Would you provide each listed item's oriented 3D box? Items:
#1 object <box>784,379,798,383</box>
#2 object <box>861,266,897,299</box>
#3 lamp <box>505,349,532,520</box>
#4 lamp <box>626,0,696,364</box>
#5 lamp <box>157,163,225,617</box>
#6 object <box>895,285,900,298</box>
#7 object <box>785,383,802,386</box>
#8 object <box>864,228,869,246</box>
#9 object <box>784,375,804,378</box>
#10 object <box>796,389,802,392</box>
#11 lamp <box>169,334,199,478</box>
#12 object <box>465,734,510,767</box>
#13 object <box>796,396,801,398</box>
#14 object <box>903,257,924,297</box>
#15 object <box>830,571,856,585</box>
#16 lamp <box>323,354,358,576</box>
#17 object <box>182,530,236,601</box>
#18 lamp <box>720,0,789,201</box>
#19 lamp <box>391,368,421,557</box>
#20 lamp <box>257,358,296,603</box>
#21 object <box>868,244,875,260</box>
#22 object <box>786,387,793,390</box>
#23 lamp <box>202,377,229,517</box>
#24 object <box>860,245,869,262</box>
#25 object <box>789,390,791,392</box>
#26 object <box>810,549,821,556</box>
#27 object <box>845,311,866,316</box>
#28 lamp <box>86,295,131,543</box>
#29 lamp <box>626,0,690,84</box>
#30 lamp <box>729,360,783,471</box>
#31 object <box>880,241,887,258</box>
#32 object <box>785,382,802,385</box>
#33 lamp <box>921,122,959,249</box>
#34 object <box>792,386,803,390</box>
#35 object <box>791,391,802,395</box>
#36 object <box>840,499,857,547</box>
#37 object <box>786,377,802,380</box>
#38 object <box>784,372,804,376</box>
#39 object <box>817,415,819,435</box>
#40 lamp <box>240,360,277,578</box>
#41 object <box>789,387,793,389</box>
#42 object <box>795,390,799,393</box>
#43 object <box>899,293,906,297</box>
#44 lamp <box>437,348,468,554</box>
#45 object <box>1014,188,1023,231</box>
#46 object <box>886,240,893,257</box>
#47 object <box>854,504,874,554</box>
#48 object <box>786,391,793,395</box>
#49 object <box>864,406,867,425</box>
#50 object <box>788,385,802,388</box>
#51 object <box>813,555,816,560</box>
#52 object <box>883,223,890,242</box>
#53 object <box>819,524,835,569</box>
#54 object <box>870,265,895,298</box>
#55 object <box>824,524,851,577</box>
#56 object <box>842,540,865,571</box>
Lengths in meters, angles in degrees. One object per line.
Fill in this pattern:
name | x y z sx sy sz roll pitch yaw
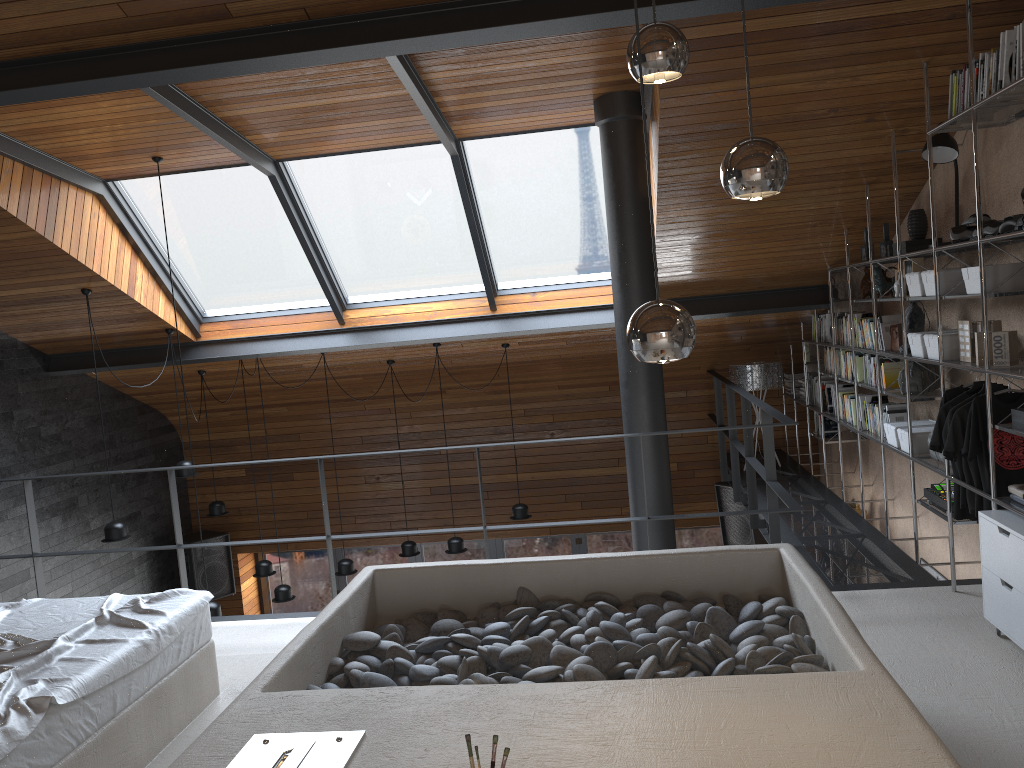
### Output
object | 2.860 -0.040 8.841 0.252 0.028 0.180 -5 4 7
object | 2.463 -0.686 5.923 0.138 0.222 0.278 -8 5 -37
lamp | 0.012 0.454 8.135 0.210 1.565 0.210 -1 6 44
lamp | 0.242 -0.923 1.816 0.146 1.771 0.146 -3 5 32
lamp | -2.274 0.075 6.159 0.210 3.208 0.210 -3 5 30
object | 2.291 -0.552 5.263 0.037 0.077 0.037 -6 4 -7
object | 2.867 -0.002 8.843 0.246 0.016 0.182 -5 4 7
object | 2.391 -0.992 5.969 0.029 0.114 0.084 -4 4 14
object | 2.861 -0.084 8.854 0.246 0.016 0.182 -5 4 7
object | 2.858 0.048 8.581 0.228 0.016 0.182 -5 4 7
lamp | -2.802 0.175 7.441 0.210 1.206 0.210 -1 6 44
object | 0.001 0.768 1.624 0.301 0.234 0.245 -3 5 27
object | 2.849 0.111 8.608 0.201 0.012 0.161 -5 4 7
object | 2.341 -0.620 5.161 0.062 0.219 0.157 -5 4 7
object | 2.839 1.762 7.683 0.219 0.440 0.463 -5 4 7
lamp | -1.618 0.730 8.105 0.210 2.034 0.210 -1 6 44
object | -3.345 2.810 9.712 0.686 2.298 0.639 -1 6 45
lamp | 0.472 -1.138 1.901 0.146 1.474 0.146 -2 5 38
lamp | -1.073 0.641 8.448 0.210 2.002 0.210 -1 6 44
lamp | -2.140 0.793 7.844 0.210 2.273 0.210 -1 6 44
object | 2.404 -0.874 5.928 0.029 0.117 0.086 -3 5 27
object | 2.874 0.040 8.862 0.243 0.012 0.159 -5 4 7
lamp | -2.897 0.576 8.502 0.210 1.369 0.210 -1 6 44
object | 2.406 -0.881 6.026 0.029 0.117 0.086 -6 4 -7
object | 2.892 0.064 8.861 0.216 0.013 0.161 -5 4 7
object | 3.030 1.766 8.950 0.233 0.209 0.107 -6 4 -6
object | 2.560 -0.417 6.598 0.146 0.240 0.023 -5 4 7
lamp | -3.075 0.252 6.644 0.210 1.853 0.210 -1 6 44
lamp | 0.292 -1.307 2.035 0.146 1.204 0.146 -2 5 38
lamp | 2.311 0.300 8.304 0.475 1.002 0.475 -3 5 31
object | 2.431 -0.868 5.773 0.029 0.117 0.086 -5 4 -2
object | 2.865 -0.018 8.842 0.246 0.016 0.182 -5 4 7
lamp | 2.294 -1.049 4.688 0.322 0.660 0.233 -7 5 -29
object | 2.836 0.033 8.606 0.203 0.013 0.161 -5 4 7
object | 2.858 0.079 8.598 0.262 0.025 0.176 -5 4 7
object | 2.863 1.186 7.637 0.207 0.442 0.328 -5 4 0
object | 2.871 -0.066 8.854 0.233 0.021 0.174 -5 4 7
object | 2.861 -0.101 8.864 0.246 0.016 0.182 -5 4 7
object | 2.723 0.354 7.731 0.111 0.174 0.011 -5 4 7
lamp | -2.348 0.726 8.025 0.210 2.036 0.210 -1 6 44
object | 2.889 0.026 8.865 0.216 0.012 0.161 -5 4 7
object | 2.844 0.062 8.599 0.201 0.013 0.161 -5 4 7
object | 2.293 -0.567 5.212 0.037 0.114 0.037 -6 4 -7
lamp | -0.595 0.581 8.058 0.210 1.911 0.210 -1 6 44
object | 2.164 -0.793 3.541 0.174 0.342 0.416 -4 4 11
object | 2.421 -0.860 5.676 0.029 0.117 0.086 -3 5 32
object | 2.848 1.213 7.187 0.215 0.458 0.328 -4 4 12
object | 2.879 0.083 8.864 0.234 0.025 0.176 -5 4 7
object | 2.541 0.225 6.204 0.131 0.180 0.042 -5 4 7
object | 2.882 0.012 8.856 0.224 0.017 0.167 -5 4 7
object | 3.004 1.786 8.701 0.278 0.222 0.138 -4 4 18
object | 2.413 -0.978 5.717 0.029 0.114 0.084 -4 4 19
object | 2.960 1.474 8.398 0.244 0.879 0.244 -2 5 35
object | 2.414 -0.665 5.727 0.197 0.220 0.102 -6 4 -9
object | 2.952 1.516 8.131 0.305 0.840 0.237 -4 4 9
object | 2.690 1.338 6.952 0.208 0.280 0.131 -6 4 -11
